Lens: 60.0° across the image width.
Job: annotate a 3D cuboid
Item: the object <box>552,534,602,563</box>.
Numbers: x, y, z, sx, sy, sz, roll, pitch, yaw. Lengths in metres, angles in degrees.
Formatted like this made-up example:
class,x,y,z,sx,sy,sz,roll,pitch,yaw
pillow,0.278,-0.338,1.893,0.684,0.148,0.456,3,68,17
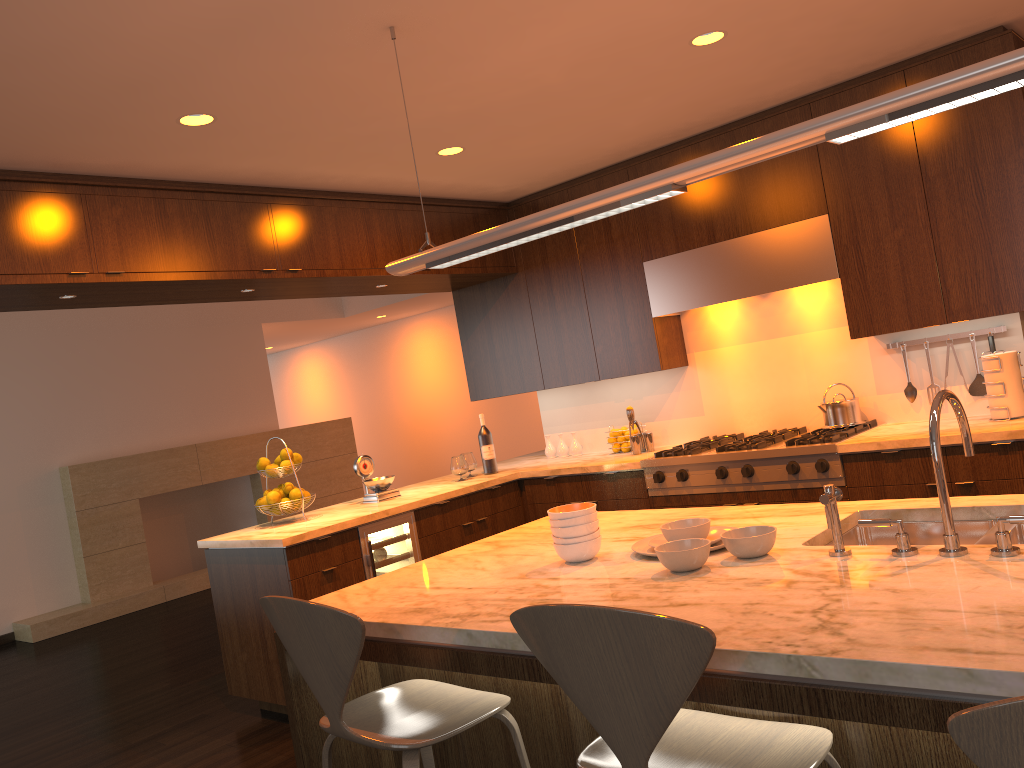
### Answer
class,x,y,z,sx,sy,sz,roll,pitch,yaw
object,0.187,0.463,2.482,0.140,0.059,0.139,-10,0,33

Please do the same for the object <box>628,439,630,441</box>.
class,x,y,z,sx,sy,sz,roll,pitch,yaw
object,0.735,0.340,5.403,0.051,0.053,0.062,-10,0,-7

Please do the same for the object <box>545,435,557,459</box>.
class,x,y,z,sx,sy,sz,roll,pitch,yaw
object,0.251,0.416,5.882,0.079,0.154,0.079,-10,0,24

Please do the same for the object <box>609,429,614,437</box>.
class,x,y,z,sx,sy,sz,roll,pitch,yaw
object,0.624,0.304,5.442,0.052,0.060,0.057,-10,0,-27

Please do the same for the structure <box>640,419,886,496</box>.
class,x,y,z,sx,sy,sz,roll,pitch,yaw
structure,1.330,0.291,4.675,1.067,0.422,0.824,-10,0,42

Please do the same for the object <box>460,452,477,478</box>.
class,x,y,z,sx,sy,sz,roll,pitch,yaw
object,-0.272,0.506,5.537,0.112,0.151,0.112,-10,0,-30

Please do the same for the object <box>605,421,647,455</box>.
class,x,y,z,sx,sy,sz,roll,pitch,yaw
object,0.705,0.327,5.428,0.207,0.175,0.189,-10,0,40

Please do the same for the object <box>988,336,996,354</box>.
class,x,y,z,sx,sy,sz,roll,pitch,yaw
object,2.256,-0.085,4.138,0.063,0.281,0.063,-10,0,19

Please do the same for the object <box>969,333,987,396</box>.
class,x,y,z,sx,sy,sz,roll,pitch,yaw
object,2.208,-0.091,4.202,0.112,0.303,0.036,-10,0,42

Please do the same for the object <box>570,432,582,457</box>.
class,x,y,z,sx,sy,sz,roll,pitch,yaw
object,0.409,0.388,5.734,0.079,0.154,0.079,-10,0,24

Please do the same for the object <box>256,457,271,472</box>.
class,x,y,z,sx,sy,sz,roll,pitch,yaw
object,-1.326,0.430,4.730,0.075,0.079,0.077,-10,0,-39

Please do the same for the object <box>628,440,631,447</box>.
class,x,y,z,sx,sy,sz,roll,pitch,yaw
object,0.724,0.353,5.335,0.061,0.054,0.052,-10,0,-38

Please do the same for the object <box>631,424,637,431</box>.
class,x,y,z,sx,sy,sz,roll,pitch,yaw
object,0.754,0.276,5.463,0.050,0.060,0.059,-10,0,-16

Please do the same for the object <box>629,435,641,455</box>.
class,x,y,z,sx,sy,sz,roll,pitch,yaw
object,0.721,0.357,5.159,0.060,0.106,0.060,-10,0,-16

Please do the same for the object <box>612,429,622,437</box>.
class,x,y,z,sx,sy,sz,roll,pitch,yaw
object,0.640,0.297,5.392,0.063,0.051,0.053,-10,0,32

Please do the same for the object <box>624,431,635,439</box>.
class,x,y,z,sx,sy,sz,roll,pitch,yaw
object,0.710,0.309,5.361,0.061,0.052,0.053,-10,0,-2

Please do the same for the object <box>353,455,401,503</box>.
class,x,y,z,sx,sy,sz,roll,pitch,yaw
object,-0.776,0.532,5.073,0.231,0.266,0.191,-10,0,44

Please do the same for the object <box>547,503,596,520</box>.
class,x,y,z,sx,sy,sz,roll,pitch,yaw
object,0.172,0.375,2.482,0.139,0.062,0.140,-10,0,-40

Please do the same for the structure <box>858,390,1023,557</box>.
class,x,y,z,sx,sy,sz,roll,pitch,yaw
structure,0.948,0.188,1.896,0.321,0.341,0.310,-10,0,-11

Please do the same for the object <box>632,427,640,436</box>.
class,x,y,z,sx,sy,sz,roll,pitch,yaw
object,0.753,0.290,5.396,0.051,0.053,0.063,-10,0,-3

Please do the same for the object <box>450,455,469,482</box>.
class,x,y,z,sx,sy,sz,roll,pitch,yaw
object,-0.318,0.513,5.390,0.112,0.151,0.112,-10,0,-30

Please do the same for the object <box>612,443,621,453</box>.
class,x,y,z,sx,sy,sz,roll,pitch,yaw
object,0.638,0.389,5.406,0.060,0.057,0.052,-10,0,-14

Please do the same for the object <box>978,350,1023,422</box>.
class,x,y,z,sx,sy,sz,roll,pitch,yaw
object,2.179,0.003,3.937,0.168,0.304,0.160,-10,0,-5

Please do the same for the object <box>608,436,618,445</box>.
class,x,y,z,sx,sy,sz,roll,pitch,yaw
object,0.615,0.345,5.418,0.063,0.051,0.053,-10,0,43

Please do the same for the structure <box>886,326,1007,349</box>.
class,x,y,z,sx,sy,sz,roll,pitch,yaw
structure,2.084,-0.222,4.278,0.048,0.031,0.541,-10,0,-45

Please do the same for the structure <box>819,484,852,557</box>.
class,x,y,z,sx,sy,sz,roll,pitch,yaw
structure,0.743,0.314,2.048,0.050,0.161,0.067,-10,0,42

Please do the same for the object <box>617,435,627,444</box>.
class,x,y,z,sx,sy,sz,roll,pitch,yaw
object,0.667,0.338,5.385,0.062,0.053,0.052,-10,0,-44

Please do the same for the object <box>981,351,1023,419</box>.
class,x,y,z,sx,sy,sz,roll,pitch,yaw
object,2.179,0.005,3.927,0.144,0.286,0.149,-10,0,23

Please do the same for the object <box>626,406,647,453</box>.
class,x,y,z,sx,sy,sz,roll,pitch,yaw
object,0.701,0.268,5.173,0.101,0.288,0.088,-10,0,-18

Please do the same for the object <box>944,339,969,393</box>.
class,x,y,z,sx,sy,sz,roll,pitch,yaw
object,2.114,-0.083,4.263,0.114,0.271,0.008,-10,0,42

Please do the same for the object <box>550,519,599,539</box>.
class,x,y,z,sx,sy,sz,roll,pitch,yaw
object,0.179,0.417,2.481,0.140,0.062,0.139,-10,0,42

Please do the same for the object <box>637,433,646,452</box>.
class,x,y,z,sx,sy,sz,roll,pitch,yaw
object,0.778,0.348,5.264,0.060,0.106,0.060,-10,0,-16

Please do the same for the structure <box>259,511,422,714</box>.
class,x,y,z,sx,sy,sz,roll,pitch,yaw
structure,0.874,0.873,4.620,3.400,0.862,3.060,-10,0,42

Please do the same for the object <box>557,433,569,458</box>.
class,x,y,z,sx,sy,sz,roll,pitch,yaw
object,0.329,0.402,5.809,0.079,0.154,0.079,-10,0,24

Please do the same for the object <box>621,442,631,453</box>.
class,x,y,z,sx,sy,sz,roll,pitch,yaw
object,0.692,0.386,5.376,0.064,0.063,0.074,-10,0,5

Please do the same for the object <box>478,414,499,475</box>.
class,x,y,z,sx,sy,sz,roll,pitch,yaw
object,-0.160,0.372,5.512,0.095,0.378,0.094,-10,0,-23

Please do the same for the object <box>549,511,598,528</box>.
class,x,y,z,sx,sy,sz,roll,pitch,yaw
object,0.175,0.396,2.482,0.140,0.064,0.139,-10,0,16

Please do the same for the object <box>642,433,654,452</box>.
class,x,y,z,sx,sy,sz,roll,pitch,yaw
object,0.802,0.343,5.192,0.060,0.106,0.060,-10,0,-16

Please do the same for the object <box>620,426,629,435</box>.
class,x,y,z,sx,sy,sz,roll,pitch,yaw
object,0.688,0.286,5.426,0.051,0.053,0.063,-10,0,-14

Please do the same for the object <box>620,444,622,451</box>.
class,x,y,z,sx,sy,sz,roll,pitch,yaw
object,0.658,0.392,5.460,0.061,0.053,0.053,-10,0,27

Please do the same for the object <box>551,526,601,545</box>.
class,x,y,z,sx,sy,sz,roll,pitch,yaw
object,0.183,0.439,2.482,0.140,0.068,0.139,-10,0,24

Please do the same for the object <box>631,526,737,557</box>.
class,x,y,z,sx,sy,sz,roll,pitch,yaw
object,0.480,0.432,2.409,0.310,0.021,0.309,-10,0,42

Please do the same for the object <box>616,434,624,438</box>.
class,x,y,z,sx,sy,sz,roll,pitch,yaw
object,0.667,0.335,5.442,0.064,0.053,0.051,-10,0,-13
